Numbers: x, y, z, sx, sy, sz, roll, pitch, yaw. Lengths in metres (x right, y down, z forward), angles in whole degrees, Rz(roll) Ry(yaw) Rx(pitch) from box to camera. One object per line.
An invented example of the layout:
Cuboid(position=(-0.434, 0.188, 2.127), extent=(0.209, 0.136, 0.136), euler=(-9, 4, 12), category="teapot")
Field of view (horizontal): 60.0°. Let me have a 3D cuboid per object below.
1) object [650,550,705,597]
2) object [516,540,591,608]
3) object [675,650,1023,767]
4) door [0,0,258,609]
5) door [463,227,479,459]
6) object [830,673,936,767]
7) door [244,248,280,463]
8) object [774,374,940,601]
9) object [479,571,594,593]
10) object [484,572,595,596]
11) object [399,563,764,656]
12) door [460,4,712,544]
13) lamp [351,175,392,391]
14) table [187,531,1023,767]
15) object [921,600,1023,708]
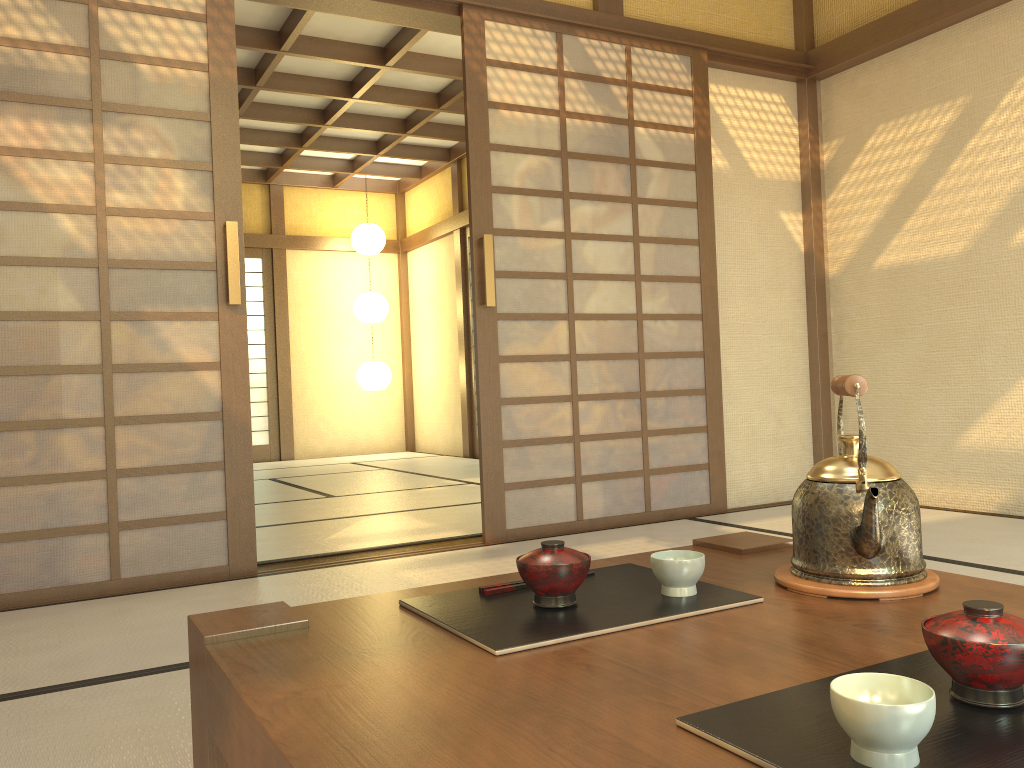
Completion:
Cuboid(position=(0.228, 0.260, 1.216), extent=(0.074, 0.052, 0.073), euler=(-3, 0, 15), category="object")
Cuboid(position=(0.056, 0.251, 1.181), extent=(0.100, 0.080, 0.100), euler=(-2, 0, -28), category="object")
Cuboid(position=(0.387, 0.280, 0.727), extent=(0.400, 0.007, 0.300), euler=(-2, 0, -28), category="object")
Cuboid(position=(-1.538, -0.407, 2.997), extent=(1.230, 2.265, 0.076), euler=(-2, 0, -28), category="door")
Cuboid(position=(0.286, -0.434, 7.355), extent=(0.140, 2.230, 2.890), euler=(-2, 0, -28), category="door")
Cuboid(position=(0.279, 0.255, 0.667), extent=(0.074, 0.052, 0.073), euler=(-3, 0, 15), category="object")
Cuboid(position=(-3.755, -0.253, 8.624), extent=(2.890, 2.230, 0.140), euler=(-2, 0, -28), category="door")
Cuboid(position=(0.482, 0.135, 1.259), extent=(0.219, 0.296, 0.226), euler=(-2, 0, -34), category="object")
Cuboid(position=(0.040, 0.291, 1.318), extent=(0.200, 0.008, 0.008), euler=(-2, 0, -30), category="object")
Cuboid(position=(0.044, 0.291, 1.305), extent=(0.200, 0.008, 0.008), euler=(-2, 0, -35), category="object")
Cuboid(position=(0.087, 0.296, 1.210), extent=(0.400, 0.007, 0.300), euler=(-2, 0, -28), category="object")
Cuboid(position=(0.365, -0.482, 4.026), extent=(1.230, 2.265, 0.076), euler=(-2, 0, -28), category="door")
Cuboid(position=(-1.480, -1.076, 9.251), extent=(0.363, 2.297, 0.363), euler=(-2, 0, -16), category="lamp")
Cuboid(position=(0.246, 0.456, 0.992), extent=(1.000, 0.350, 1.000), euler=(-2, 0, -28), category="table")
Cuboid(position=(0.414, 0.233, 0.775), extent=(0.100, 0.080, 0.100), euler=(-2, 0, -28), category="object")
